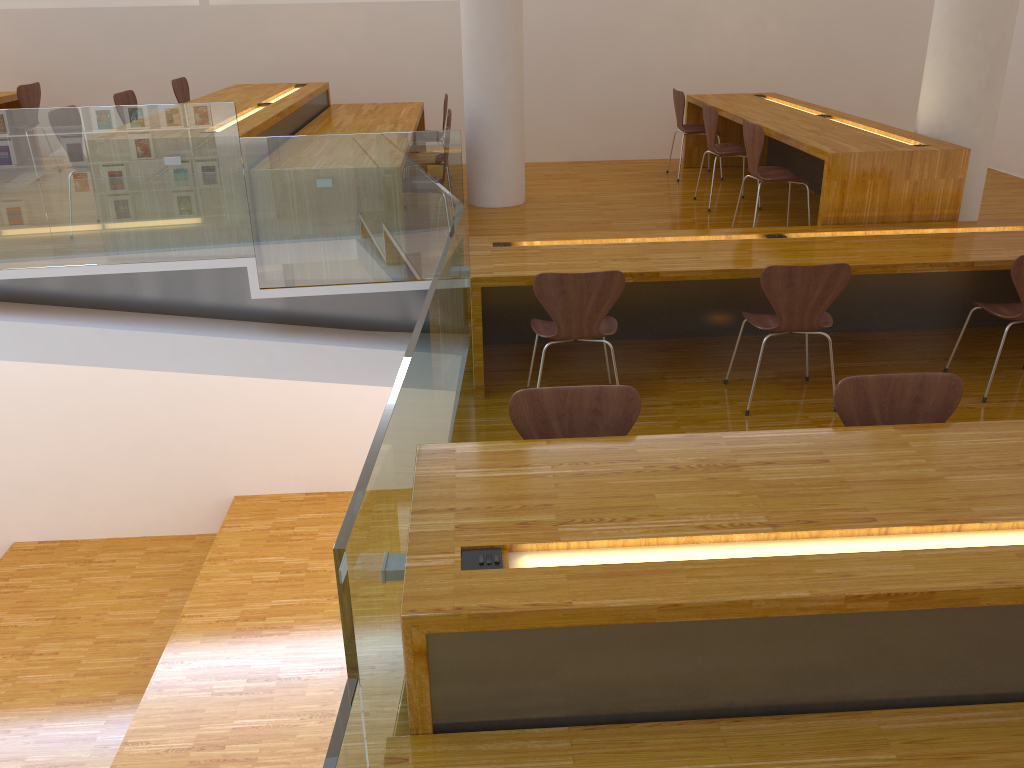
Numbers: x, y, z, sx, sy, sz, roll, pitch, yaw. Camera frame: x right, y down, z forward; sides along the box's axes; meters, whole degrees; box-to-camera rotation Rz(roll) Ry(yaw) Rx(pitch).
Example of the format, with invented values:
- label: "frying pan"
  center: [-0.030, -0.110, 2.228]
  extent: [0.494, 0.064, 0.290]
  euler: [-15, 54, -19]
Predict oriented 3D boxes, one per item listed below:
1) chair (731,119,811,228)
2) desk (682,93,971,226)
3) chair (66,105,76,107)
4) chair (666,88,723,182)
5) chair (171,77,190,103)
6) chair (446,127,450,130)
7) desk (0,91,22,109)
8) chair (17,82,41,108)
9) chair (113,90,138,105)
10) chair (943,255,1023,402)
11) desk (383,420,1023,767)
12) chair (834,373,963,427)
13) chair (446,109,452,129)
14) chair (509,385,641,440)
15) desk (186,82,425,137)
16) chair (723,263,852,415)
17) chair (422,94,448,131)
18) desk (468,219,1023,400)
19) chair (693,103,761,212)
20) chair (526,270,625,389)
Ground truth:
- label: "chair"
  center: [1.581, -1.217, 5.324]
  extent: [0.381, 0.693, 0.428]
  euler: [-2, 23, -2]
- label: "desk"
  center: [1.956, -1.571, 6.226]
  extent: [0.760, 0.606, 3.185]
  euler: [-2, 23, -2]
- label: "chair"
  center: [-2.332, -1.228, 5.090]
  extent: [0.381, 0.693, 0.428]
  euler: [-2, 23, -2]
- label: "chair"
  center: [1.507, -2.043, 7.243]
  extent: [0.381, 0.693, 0.428]
  euler: [-2, 23, -2]
- label: "chair"
  center: [-2.407, -2.054, 7.009]
  extent: [0.381, 0.693, 0.428]
  euler: [-2, 23, -2]
- label: "chair"
  center: [-0.540, -1.137, 5.234]
  extent: [0.381, 0.693, 0.428]
  euler: [-2, 23, -2]
- label: "desk"
  center: [-4.370, -1.577, 5.565]
  extent: [1.248, 1.022, 3.216]
  euler: [-2, 23, -2]
- label: "chair"
  center: [-3.815, -1.944, 6.828]
  extent: [0.381, 0.693, 0.428]
  euler: [-2, 23, -2]
- label: "chair"
  center: [-2.385, -1.611, 5.981]
  extent: [0.381, 0.693, 0.428]
  euler: [-2, 23, -2]
- label: "chair"
  center: [2.366, -0.315, 4.127]
  extent: [0.428, 0.693, 0.381]
  euler: [-2, 23, -2]
- label: "desk"
  center: [1.341, 0.783, 2.143]
  extent: [3.236, 0.918, 1.285]
  euler: [-2, 23, -2]
- label: "chair"
  center: [1.170, 0.360, 2.617]
  extent: [0.428, 0.693, 0.381]
  euler: [-2, 23, -2]
- label: "chair"
  center: [-0.593, -1.520, 6.125]
  extent: [0.381, 0.693, 0.428]
  euler: [-2, 23, -2]
- label: "chair"
  center: [0.200, 0.396, 2.576]
  extent: [0.428, 0.693, 0.381]
  euler: [-2, 23, -2]
- label: "desk"
  center: [-1.413, -1.507, 6.018]
  extent: [1.527, 0.785, 3.243]
  euler: [-2, 23, -2]
- label: "chair"
  center: [1.251, -0.257, 4.045]
  extent: [0.428, 0.693, 0.381]
  euler: [-2, 23, -2]
- label: "chair"
  center: [-0.691, -1.960, 7.150]
  extent: [0.381, 0.693, 0.428]
  euler: [-2, 23, -2]
- label: "desk"
  center: [1.385, -0.412, 4.518]
  extent: [3.185, 0.606, 0.760]
  euler: [-2, 23, -2]
- label: "chair"
  center: [1.529, -1.600, 6.215]
  extent: [0.381, 0.693, 0.428]
  euler: [-2, 23, -2]
- label: "chair"
  center: [0.281, -0.221, 4.004]
  extent: [0.428, 0.693, 0.381]
  euler: [-2, 23, -2]
